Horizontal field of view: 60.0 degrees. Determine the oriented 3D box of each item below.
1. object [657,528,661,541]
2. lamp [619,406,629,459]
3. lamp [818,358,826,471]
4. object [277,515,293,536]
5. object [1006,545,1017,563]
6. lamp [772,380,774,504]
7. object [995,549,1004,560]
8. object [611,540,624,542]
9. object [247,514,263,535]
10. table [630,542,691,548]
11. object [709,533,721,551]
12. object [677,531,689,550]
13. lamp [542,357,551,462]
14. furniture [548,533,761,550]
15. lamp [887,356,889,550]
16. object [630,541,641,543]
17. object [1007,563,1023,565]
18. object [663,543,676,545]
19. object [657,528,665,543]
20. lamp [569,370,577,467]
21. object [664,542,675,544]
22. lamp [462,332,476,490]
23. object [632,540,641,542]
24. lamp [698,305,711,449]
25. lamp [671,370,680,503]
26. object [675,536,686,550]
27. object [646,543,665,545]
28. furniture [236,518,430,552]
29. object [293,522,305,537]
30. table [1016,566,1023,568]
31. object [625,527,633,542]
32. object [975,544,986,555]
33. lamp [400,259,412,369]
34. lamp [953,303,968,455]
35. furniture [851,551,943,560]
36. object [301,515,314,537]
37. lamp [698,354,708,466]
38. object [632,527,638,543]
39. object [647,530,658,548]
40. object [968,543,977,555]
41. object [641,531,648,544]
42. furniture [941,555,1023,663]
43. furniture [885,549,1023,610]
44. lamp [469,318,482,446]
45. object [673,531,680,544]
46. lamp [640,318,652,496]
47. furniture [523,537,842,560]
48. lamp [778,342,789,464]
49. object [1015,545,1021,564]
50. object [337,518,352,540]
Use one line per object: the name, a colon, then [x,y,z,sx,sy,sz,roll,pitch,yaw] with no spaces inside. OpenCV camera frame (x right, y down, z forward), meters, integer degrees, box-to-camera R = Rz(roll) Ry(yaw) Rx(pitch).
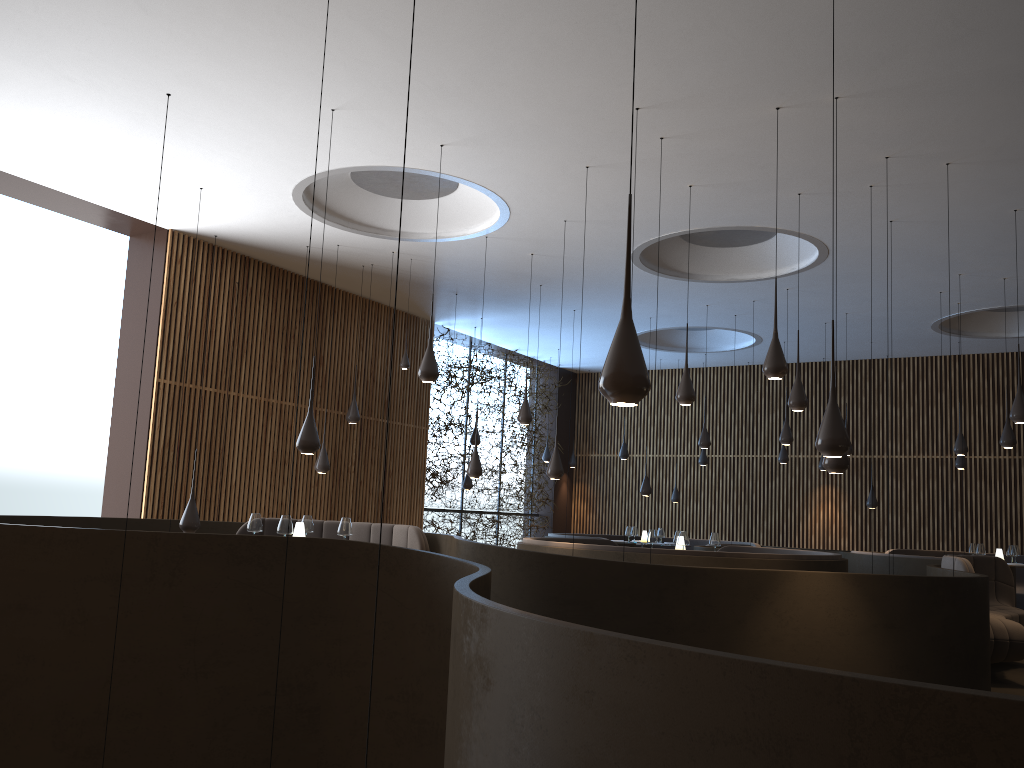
object: [2.746,2.815,16.418,0.142,0.294,0.142,5,-8,-15]
lamp: [2.159,0.319,16.842,0.196,2.217,0.196,1,-7,16]
lamp: [6.123,0.589,17.419,0.196,2.217,0.196,1,-7,16]
object: [-2.040,1.330,7.966,0.142,0.294,0.142,-1,-8,28]
object: [7.485,2.565,13.273,0.142,0.294,0.142,7,-9,-31]
lamp: [4.866,2.449,16.578,0.196,6.256,0.196,9,-10,-43]
object: [7.412,2.623,13.480,0.142,0.231,0.145,0,-8,23]
object: [1.902,2.846,16.028,0.263,0.029,0.264,6,-9,-22]
object: [-2.402,1.359,8.272,0.142,0.294,0.142,2,-7,4]
table: [2.391,3.414,16.091,1.672,1.021,1.677,4,-8,-8]
object: [2.519,1.997,11.013,0.142,0.294,0.142,2,-7,2]
object: [2.064,1.925,10.678,0.142,0.294,0.142,4,-7,-7]
lamp: [0.776,0.537,18.728,0.196,2.217,0.196,7,-8,-33]
furniture: [2.563,3.302,15.908,3.882,1.044,3.805,1,-8,8]
lamp: [7.063,2.560,16.640,0.196,6.256,0.196,9,-10,-43]
object: [2.387,2.975,16.680,0.332,0.014,0.333,-2,-10,29]
object: [7.342,2.637,12.946,0.263,0.029,0.264,-1,-9,21]
object: [2.921,2.936,16.254,0.332,0.014,0.333,0,-9,16]
object: [2.661,2.723,15.830,0.142,0.294,0.142,-1,-8,24]
lamp: [1.424,0.786,20.193,0.196,2.217,0.196,7,-8,-33]
object: [2.921,2.927,16.255,0.263,0.029,0.264,0,-9,19]
lamp: [-0.725,0.425,15.968,0.196,2.952,0.196,6,-8,-23]
object: [2.388,2.966,16.681,0.263,0.029,0.264,-1,-9,23]
lamp: [2.983,-0.118,13.639,0.196,2.217,0.196,6,-8,-23]
lamp: [3.405,0.960,18.271,0.196,2.952,0.196,1,-7,16]
object: [2.107,2.019,11.088,0.145,0.231,0.142,10,-10,-43]
object: [2.525,2.824,15.622,0.332,0.014,0.333,0,-9,17]
furniture: [-1.921,1.937,9.075,2.532,1.057,0.934,-2,-9,27]
object: [-1.996,1.414,8.312,0.142,0.231,0.145,8,-9,-37]
table: [7.383,3.244,13.404,1.672,1.021,1.678,0,-9,21]
object: [2.098,2.709,15.908,0.142,0.294,0.142,-1,-8,26]
object: [7.086,2.565,13.401,0.142,0.294,0.142,0,-8,19]
lamp: [-1.397,-0.945,11.904,0.133,1.504,0.133,-1,-8,26]
lamp: [6.480,-0.080,12.831,0.196,2.217,0.196,6,-8,-23]
furniture: [5.771,3.021,12.967,0.901,1.044,2.538,5,-9,-17]
object: [-2.024,1.445,8.730,0.142,0.294,0.142,3,-7,-1]
lamp: [3.808,0.502,17.552,0.196,2.217,0.196,1,-7,16]
object: [2.279,2.805,16.496,0.142,0.294,0.142,-2,-9,31]
object: [1.778,1.994,11.225,0.142,0.294,0.142,3,-7,-2]
object: [7.213,2.641,13.868,0.142,0.294,0.142,6,-8,-27]
object: [2.420,2.793,16.168,0.142,0.231,0.145,1,-8,11]
furniture: [5.145,2.399,9.531,0.931,1.057,2.538,-3,-10,37]
furniture: [8.039,3.217,13.826,1.983,1.044,3.943,7,-9,-26]
lamp: [-0.581,-0.043,15.270,0.196,2.217,0.196,6,-8,-23]
object: [2.165,2.052,11.494,0.142,0.294,0.142,8,-9,-37]
lamp: [2.244,0.359,14.607,0.196,2.952,0.196,-1,-8,26]
furniture: [2.037,2.566,10.983,3.880,1.114,3.803,2,-8,6]
lamp: [4.929,0.332,16.064,0.196,2.217,0.196,1,-7,16]
object: [7.789,2.646,13.721,0.142,0.294,0.142,6,-8,-22]
object: [-1.580,1.412,8.376,0.142,0.294,0.142,-2,-9,34]
